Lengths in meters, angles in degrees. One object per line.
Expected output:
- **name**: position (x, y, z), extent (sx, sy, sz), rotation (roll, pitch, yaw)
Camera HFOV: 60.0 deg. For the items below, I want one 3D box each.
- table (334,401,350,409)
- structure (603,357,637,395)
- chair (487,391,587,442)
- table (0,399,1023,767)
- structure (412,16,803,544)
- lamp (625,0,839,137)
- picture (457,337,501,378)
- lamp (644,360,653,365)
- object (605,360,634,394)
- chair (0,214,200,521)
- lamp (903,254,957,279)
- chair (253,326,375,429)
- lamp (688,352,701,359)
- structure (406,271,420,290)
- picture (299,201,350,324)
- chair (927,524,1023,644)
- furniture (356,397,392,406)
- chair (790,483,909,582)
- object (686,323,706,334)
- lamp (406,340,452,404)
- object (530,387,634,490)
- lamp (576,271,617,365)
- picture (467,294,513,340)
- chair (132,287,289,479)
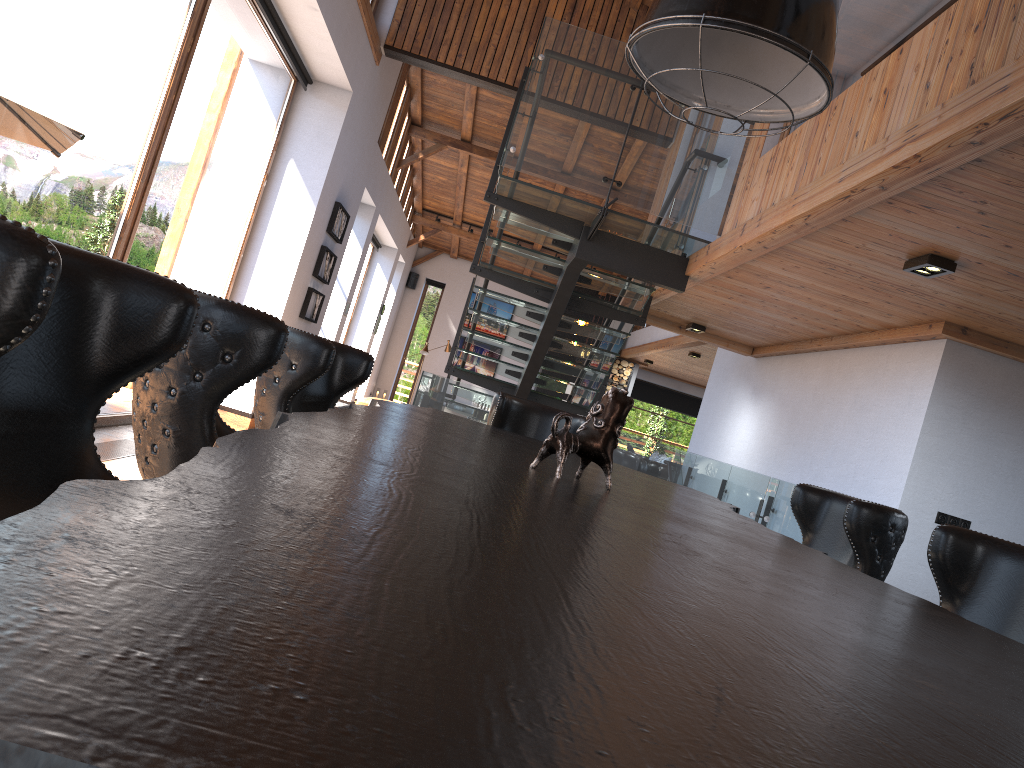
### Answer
- **table**: position (-2.238, 0.376, 9.901), extent (0.685, 0.470, 1.252), rotation (17, -1, -3)
- **structure**: position (2.042, 0.733, 19.200), extent (0.502, 2.619, 0.511), rotation (17, -2, -3)
- **chair**: position (0.007, 0.621, 4.107), extent (0.505, 1.093, 0.567), rotation (17, -2, -4)
- **table**: position (0.098, 0.707, 2.116), extent (1.431, 0.950, 3.790), rotation (17, -1, -3)
- **structure**: position (-1.949, 0.255, 7.318), extent (9.220, 6.402, 11.007), rotation (17, -1, -3)
- **lamp**: position (1.279, -3.015, 2.711), extent (0.615, 4.688, 0.627), rotation (15, -3, 42)
- **picture**: position (-0.737, -0.513, 19.282), extent (0.880, 0.817, 0.036), rotation (17, -2, -4)
- **lamp**: position (2.840, -0.460, 18.426), extent (0.155, 0.068, 0.260), rotation (17, -1, -3)
- **object**: position (2.033, 0.737, 19.209), extent (0.494, 2.614, 0.465), rotation (17, -2, -3)
- **chair**: position (-0.565, 0.389, 0.988), extent (0.569, 1.093, 0.503), rotation (17, -2, -4)
- **lamp**: position (2.148, -0.611, 4.557), extent (0.155, 0.068, 0.260), rotation (17, -1, -3)
- **chair**: position (-0.636, 0.410, 2.767), extent (0.567, 1.093, 0.505), rotation (17, -2, 6)
- **lamp**: position (3.014, -0.477, 14.639), extent (0.155, 0.068, 0.260), rotation (17, -1, -3)
- **structure**: position (-2.146, -2.231, 19.135), extent (0.214, 0.350, 0.213), rotation (17, -2, -3)
- **picture**: position (-2.084, -1.335, 9.917), extent (0.059, 1.313, 0.773), rotation (17, -2, -2)
- **chair**: position (0.957, 0.871, 1.959), extent (0.571, 1.093, 0.501), rotation (18, -2, -19)
- **furniture**: position (-2.036, 0.545, 14.851), extent (1.177, 0.437, 2.755), rotation (17, -1, -3)
- **chair**: position (0.865, 0.861, 2.917), extent (0.569, 1.093, 0.503), rotation (17, -2, -4)
- **object**: position (1.927, -0.590, 9.287), extent (0.155, 0.068, 0.260), rotation (17, -1, -3)
- **lamp**: position (-1.866, -0.104, 18.049), extent (0.524, 1.900, 1.329), rotation (16, -2, 18)
- **object**: position (0.170, 0.108, 2.083), extent (0.223, 0.254, 0.115), rotation (18, -2, -40)
- **lamp**: position (1.651, -1.440, 16.593), extent (0.262, 2.203, 0.799), rotation (17, -2, -12)
- **picture**: position (-0.446, -1.465, 19.320), extent (0.880, 0.817, 0.036), rotation (17, -2, -4)
- **chair**: position (-0.657, 0.378, 1.945), extent (0.571, 1.093, 0.501), rotation (18, -2, -19)
